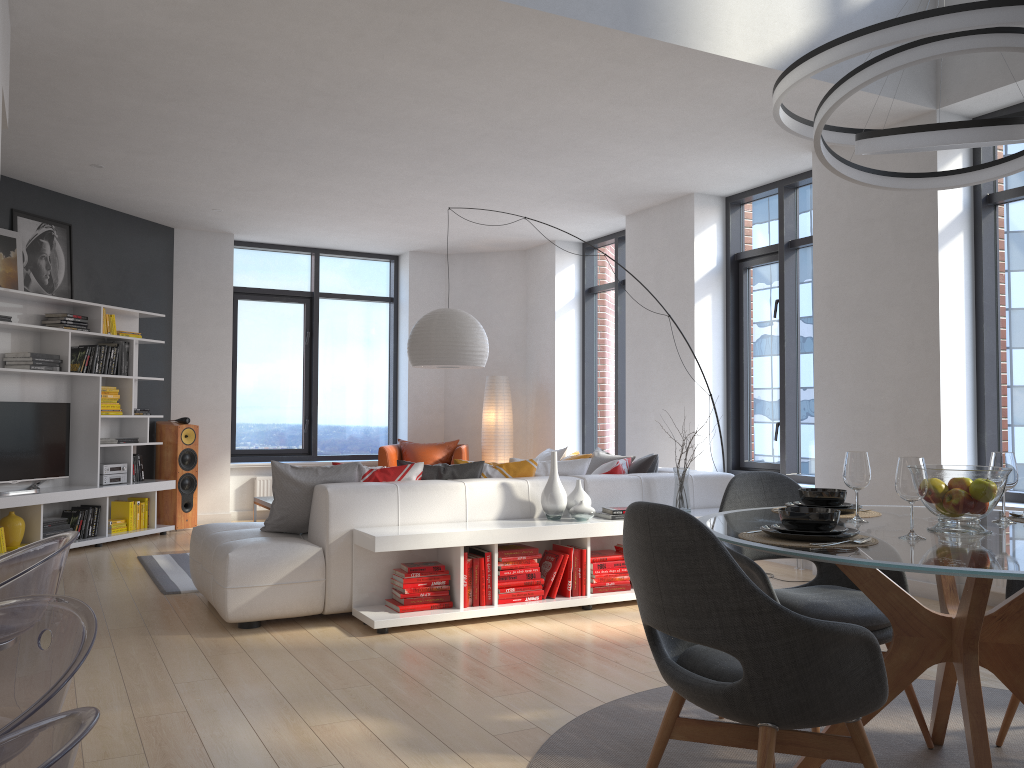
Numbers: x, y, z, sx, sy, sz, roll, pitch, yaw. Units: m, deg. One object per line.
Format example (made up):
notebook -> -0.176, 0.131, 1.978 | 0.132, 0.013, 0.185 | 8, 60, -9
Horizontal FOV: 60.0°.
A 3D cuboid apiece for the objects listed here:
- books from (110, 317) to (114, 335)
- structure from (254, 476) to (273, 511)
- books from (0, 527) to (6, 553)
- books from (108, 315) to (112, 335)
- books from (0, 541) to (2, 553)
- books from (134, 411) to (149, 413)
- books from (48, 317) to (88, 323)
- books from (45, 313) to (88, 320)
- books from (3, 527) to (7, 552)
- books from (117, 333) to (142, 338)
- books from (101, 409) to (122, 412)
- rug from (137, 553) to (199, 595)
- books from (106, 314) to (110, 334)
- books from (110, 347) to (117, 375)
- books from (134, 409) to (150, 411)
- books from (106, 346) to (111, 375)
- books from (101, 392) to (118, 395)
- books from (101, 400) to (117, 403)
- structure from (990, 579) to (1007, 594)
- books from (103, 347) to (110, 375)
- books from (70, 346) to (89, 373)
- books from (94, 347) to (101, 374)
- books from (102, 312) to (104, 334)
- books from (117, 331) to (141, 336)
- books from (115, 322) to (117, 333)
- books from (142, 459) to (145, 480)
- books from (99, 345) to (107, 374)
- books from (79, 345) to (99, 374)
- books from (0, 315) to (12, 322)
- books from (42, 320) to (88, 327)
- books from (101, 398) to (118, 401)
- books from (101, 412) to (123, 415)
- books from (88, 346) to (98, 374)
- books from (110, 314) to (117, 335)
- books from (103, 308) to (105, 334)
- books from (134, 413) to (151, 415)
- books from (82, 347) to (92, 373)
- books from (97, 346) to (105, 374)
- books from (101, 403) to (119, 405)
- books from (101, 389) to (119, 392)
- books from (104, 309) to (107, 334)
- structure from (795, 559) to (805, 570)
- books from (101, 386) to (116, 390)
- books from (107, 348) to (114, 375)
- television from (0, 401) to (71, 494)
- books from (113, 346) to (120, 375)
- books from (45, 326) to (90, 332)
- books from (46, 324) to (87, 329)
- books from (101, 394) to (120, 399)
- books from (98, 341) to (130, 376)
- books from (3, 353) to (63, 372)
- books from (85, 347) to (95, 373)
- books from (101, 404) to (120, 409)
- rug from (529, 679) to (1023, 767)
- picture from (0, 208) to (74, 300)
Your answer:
books -> -3.545, -0.506, 7.767 | 0.108, 0.161, 0.046 | 0, -2, 16
structure -> -2.070, 1.224, 9.719 | 1.474, 0.460, 0.110 | 1, -2, -28
books -> -3.834, 1.155, 6.578 | 0.148, 0.193, 0.067 | 0, -2, 18
books -> -3.562, -0.516, 7.753 | 0.128, 0.178, 0.044 | 0, -2, 17
books -> -3.827, 1.166, 6.549 | 0.113, 0.169, 0.049 | 0, -2, 16
books -> -3.456, 0.257, 8.142 | 0.142, 0.015, 0.198 | 0, -2, 16
books -> -3.722, -0.534, 7.434 | 0.180, 0.026, 0.246 | -1, -2, 20
books -> -3.734, -0.561, 7.436 | 0.209, 0.030, 0.266 | 0, -2, 11
books -> -3.836, 1.155, 6.604 | 0.149, 0.193, 0.046 | 0, -2, 18
books -> -3.523, -0.431, 8.026 | 0.194, 0.028, 0.257 | -1, -2, 22
books -> -3.611, 0.235, 7.806 | 0.203, 0.024, 0.257 | -1, -2, 20
rug -> -1.503, 1.337, 6.707 | 2.326, 0.016, 1.662 | 1, -2, -28
books -> -3.574, -0.517, 7.736 | 0.132, 0.180, 0.054 | 0, -2, 17
books -> -3.587, -0.199, 7.813 | 0.191, 0.249, 0.084 | 0, -2, 17
books -> -3.470, 0.238, 8.150 | 0.161, 0.023, 0.213 | -1, -2, 21
books -> -3.608, -0.203, 7.752 | 0.192, 0.254, 0.075 | 0, -2, 16
books -> -3.624, 0.082, 7.821 | 0.160, 0.022, 0.227 | -1, -3, 33
books -> -3.613, 0.155, 7.798 | 0.145, 0.023, 0.217 | -1, -2, 21
structure -> 3.001, 1.060, 4.789 | 0.110, 0.460, 1.015 | 1, -2, -28
books -> -3.589, -0.197, 7.722 | 0.172, 0.242, 0.069 | 0, -2, 18
books -> -3.684, -0.203, 7.498 | 0.182, 0.234, 0.104 | 0, -2, 17
books -> -3.639, -0.201, 7.640 | 0.179, 0.243, 0.068 | 0, -2, 16
books -> -3.594, -0.545, 7.655 | 0.161, 0.229, 0.041 | 0, -2, 16
books -> -3.531, -0.456, 8.026 | 0.203, 0.024, 0.257 | -1, -2, 20
books -> -3.553, -0.517, 7.819 | 0.142, 0.184, 0.044 | 0, -2, 18
books -> -3.485, 0.776, 8.174 | 0.179, 0.233, 0.077 | 0, -2, 17
books -> -3.623, -0.208, 7.710 | 0.197, 0.260, 0.066 | 0, -2, 17
books -> -3.652, -0.209, 7.617 | 0.192, 0.254, 0.075 | 0, -2, 16
books -> -3.966, -0.495, 6.644 | 0.250, 0.047, 0.310 | 0, -2, 13
books -> -3.749, -0.506, 7.438 | 0.214, 0.030, 0.284 | -1, -2, 21
books -> -3.626, 0.135, 7.815 | 0.171, 0.019, 0.239 | 0, -2, 17
books -> -3.602, 0.260, 7.805 | 0.194, 0.028, 0.257 | -1, -2, 22
books -> -3.634, -0.202, 7.587 | 0.172, 0.242, 0.069 | 0, -2, 18
books -> -3.552, -0.518, 7.794 | 0.141, 0.184, 0.064 | 0, -2, 18
books -> -3.605, -0.542, 7.682 | 0.163, 0.224, 0.041 | 0, -2, 15
books -> -3.453, 0.276, 8.142 | 0.161, 0.023, 0.213 | -1, -2, 21
books -> -3.679, -0.201, 7.532 | 0.187, 0.234, 0.096 | 0, -2, 18
books -> -3.632, -0.204, 7.678 | 0.191, 0.249, 0.084 | 0, -2, 17
books -> -3.629, 0.173, 7.812 | 0.189, 0.014, 0.251 | -1, -2, 20
books -> -3.618, 0.059, 7.829 | 0.163, 0.023, 0.223 | -1, -2, 21
books -> -3.605, -0.541, 7.714 | 0.164, 0.224, 0.054 | 0, -2, 16
structure -> 1.930, 1.132, 6.822 | 0.110, 0.460, 1.015 | 1, -2, -28
books -> -3.643, 0.035, 7.827 | 0.163, 0.023, 0.223 | -1, -2, 21
books -> -3.588, -0.198, 7.773 | 0.179, 0.243, 0.071 | 0, -2, 16
television -> -3.904, 0.492, 6.946 | 0.207, 0.704, 1.102 | 0, -2, 17
books -> -3.578, -0.202, 7.846 | 0.197, 0.260, 0.066 | 0, -2, 17
books -> -3.728, -0.455, 7.427 | 0.214, 0.030, 0.284 | -1, -2, 21
books -> -3.731, -0.481, 7.428 | 0.189, 0.020, 0.264 | 0, -2, 16
books -> -3.620, 0.110, 7.826 | 0.176, 0.033, 0.239 | -1, -2, 20
books -> -3.576, -0.224, 7.948 | 0.259, 0.321, 0.128 | 0, -2, 17
books -> -3.839, -0.170, 7.112 | 0.277, 0.137, 0.343 | 0, -2, 12
books -> -3.657, -0.200, 7.557 | 0.169, 0.233, 0.081 | 0, -2, 16
books -> -3.615, 0.201, 7.810 | 0.189, 0.042, 0.243 | 0, -2, 17
rug -> 1.281, 1.195, 2.544 | 2.499, 0.010, 2.499 | -1, -3, 35
picture -> -3.983, -1.054, 7.059 | 0.076, 0.707, 1.279 | 0, -2, 17
